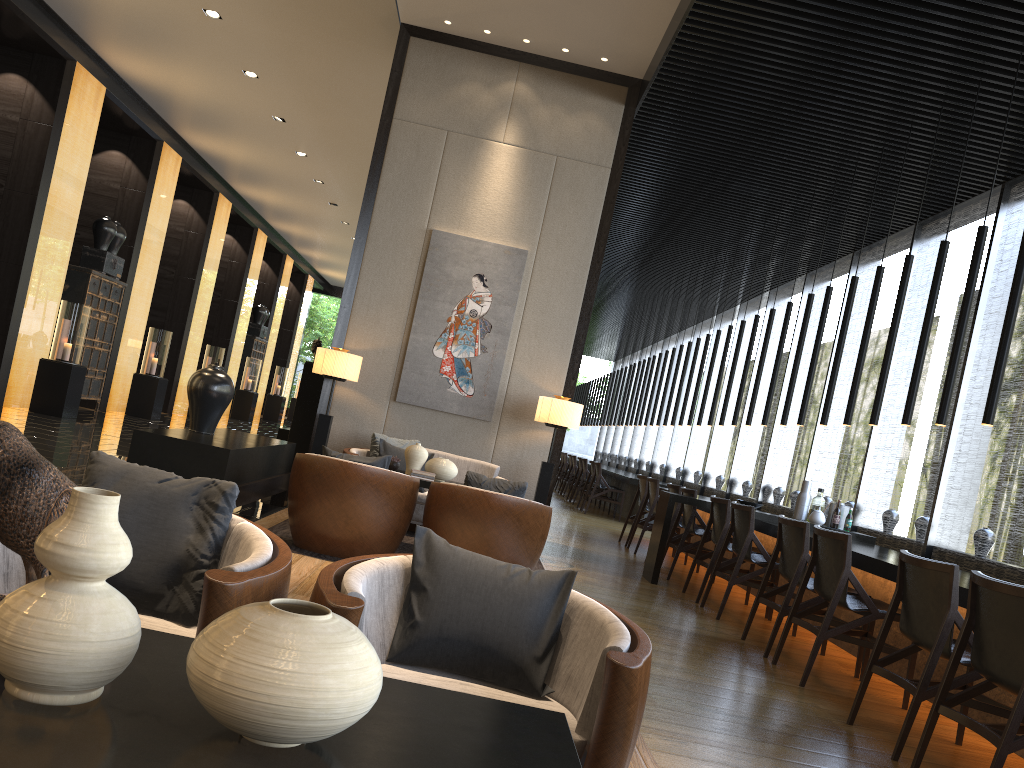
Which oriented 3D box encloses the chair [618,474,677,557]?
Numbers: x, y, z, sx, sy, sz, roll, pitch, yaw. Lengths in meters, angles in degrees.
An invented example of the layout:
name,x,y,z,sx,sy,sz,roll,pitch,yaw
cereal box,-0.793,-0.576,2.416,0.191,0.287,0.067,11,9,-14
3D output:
name,x,y,z,sx,sy,sz,roll,pitch,yaw
chair,1.613,1.488,10.147,0.563,0.827,0.526,12,-1,-2

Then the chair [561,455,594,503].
name,x,y,z,sx,sy,sz,roll,pitch,yaw
chair,1.316,1.820,17.100,0.563,0.827,0.526,12,-1,-2

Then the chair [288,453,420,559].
name,x,y,z,sx,sy,sz,roll,pitch,yaw
chair,-1.013,0.767,5.482,0.804,0.604,0.606,12,-2,-2

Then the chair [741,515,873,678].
name,x,y,z,sx,sy,sz,roll,pitch,yaw
chair,1.817,1.260,5.386,0.563,0.827,0.526,12,-1,-2

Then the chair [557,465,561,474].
name,x,y,z,sx,sy,sz,roll,pitch,yaw
chair,1.150,2.005,20.965,0.563,0.827,0.526,12,-1,-2

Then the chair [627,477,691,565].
name,x,y,z,sx,sy,sz,roll,pitch,yaw
chair,1.638,1.460,9.572,0.563,0.827,0.526,12,-1,-2

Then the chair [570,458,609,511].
name,x,y,z,sx,sy,sz,roll,pitch,yaw
chair,1.386,1.742,15.456,0.563,0.827,0.526,12,-1,-2

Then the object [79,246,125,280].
name,x,y,z,sx,sy,sz,roll,pitch,yaw
object,-5.717,-1.680,12.377,0.365,0.315,0.606,12,-2,-2

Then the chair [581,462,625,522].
name,x,y,z,sx,sy,sz,roll,pitch,yaw
chair,1.456,1.663,13.811,0.563,0.827,0.526,12,-1,-2

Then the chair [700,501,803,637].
name,x,y,z,sx,sy,sz,roll,pitch,yaw
chair,1.773,1.309,6.399,0.563,0.827,0.526,12,-1,-2

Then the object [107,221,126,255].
name,x,y,z,sx,sy,sz,roll,pitch,yaw
object,-5.648,-2.071,12.550,0.313,0.492,0.310,13,-1,-21

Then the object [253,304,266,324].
name,x,y,z,sx,sy,sz,roll,pitch,yaw
object,-6.010,-1.665,21.028,0.313,0.492,0.310,13,-1,-28

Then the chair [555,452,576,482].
name,x,y,z,sx,sy,sz,roll,pitch,yaw
chair,1.221,1.926,19.320,0.563,0.827,0.526,12,-1,-2

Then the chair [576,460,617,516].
name,x,y,z,sx,sy,sz,roll,pitch,yaw
chair,1.432,1.690,14.385,0.563,0.827,0.526,12,-1,-2

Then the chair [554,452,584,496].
name,x,y,z,sx,sy,sz,roll,pitch,yaw
chair,1.245,1.899,18.745,0.563,0.827,0.526,12,-1,-2

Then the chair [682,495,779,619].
name,x,y,z,sx,sy,sz,roll,pitch,yaw
chair,1.749,1.336,6.973,0.563,0.827,0.526,12,-1,-2

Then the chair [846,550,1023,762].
name,x,y,z,sx,sy,sz,roll,pitch,yaw
chair,1.885,1.185,3.800,0.563,0.827,0.526,12,-1,-2

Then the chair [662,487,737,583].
name,x,y,z,sx,sy,sz,roll,pitch,yaw
chair,1.706,1.385,7.985,0.563,0.827,0.526,12,-1,-2

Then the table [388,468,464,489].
name,x,y,z,sx,sy,sz,roll,pitch,yaw
table,-0.685,0.930,6.387,1.042,0.517,0.576,12,-2,-2

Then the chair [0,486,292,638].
name,x,y,z,sx,sy,sz,roll,pitch,yaw
chair,-0.952,0.587,2.093,0.804,0.604,0.606,12,-2,-2

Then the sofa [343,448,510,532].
name,x,y,z,sx,sy,sz,roll,pitch,yaw
sofa,-0.692,0.889,7.214,1.449,0.693,0.603,12,-1,-2

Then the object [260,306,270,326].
name,x,y,z,sx,sy,sz,roll,pitch,yaw
object,-6.025,-1.649,21.360,0.313,0.492,0.310,13,-1,-21

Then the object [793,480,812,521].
name,x,y,z,sx,sy,sz,roll,pitch,yaw
object,2.485,0.993,7.548,0.113,0.344,0.113,12,0,-7

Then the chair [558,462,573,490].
name,x,y,z,sx,sy,sz,roll,pitch,yaw
chair,1.175,1.977,20.390,0.563,0.827,0.526,12,-1,-2

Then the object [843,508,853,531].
name,x,y,z,sx,sy,sz,roll,pitch,yaw
object,2.818,1.133,7.405,0.056,0.197,0.056,12,0,-1

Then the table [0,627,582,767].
name,x,y,z,sx,sy,sz,roll,pitch,yaw
table,-0.462,0.681,1.178,1.042,0.517,0.576,12,-2,-2

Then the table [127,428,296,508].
name,x,y,z,sx,sy,sz,roll,pitch,yaw
table,-2.035,0.623,6.183,0.620,0.512,1.961,12,-3,-2

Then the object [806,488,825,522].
name,x,y,z,sx,sy,sz,roll,pitch,yaw
object,2.624,1.046,7.599,0.129,0.305,0.128,12,0,-16

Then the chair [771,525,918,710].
name,x,y,z,sx,sy,sz,roll,pitch,yaw
chair,1.841,1.233,4.812,0.563,0.827,0.526,12,-1,-2

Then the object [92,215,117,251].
name,x,y,z,sx,sy,sz,roll,pitch,yaw
object,-5.633,-2.086,12.217,0.313,0.492,0.310,13,-1,-36

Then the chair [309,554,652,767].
name,x,y,z,sx,sy,sz,roll,pitch,yaw
chair,-0.116,0.769,2.131,0.804,0.604,0.606,12,-2,-2

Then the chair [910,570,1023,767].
name,x,y,z,sx,sy,sz,roll,pitch,yaw
chair,1.909,1.157,3.225,0.563,0.827,0.526,12,-1,-2

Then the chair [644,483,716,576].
name,x,y,z,sx,sy,sz,roll,pitch,yaw
chair,1.681,1.412,8.560,0.563,0.827,0.526,12,-1,-2

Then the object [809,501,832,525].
name,x,y,z,sx,sy,sz,roll,pitch,yaw
object,2.574,1.070,7.429,0.136,0.217,0.135,12,-1,-15

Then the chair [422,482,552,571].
name,x,y,z,sx,sy,sz,roll,pitch,yaw
chair,-0.178,0.949,5.520,0.804,0.604,0.606,12,-2,-2

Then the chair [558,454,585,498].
name,x,y,z,sx,sy,sz,roll,pitch,yaw
chair,1.291,1.848,17.675,0.563,0.827,0.526,12,-1,-2

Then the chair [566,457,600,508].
name,x,y,z,sx,sy,sz,roll,pitch,yaw
chair,1.361,1.769,16.030,0.563,0.827,0.526,12,-1,-2

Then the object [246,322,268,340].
name,x,y,z,sx,sy,sz,roll,pitch,yaw
object,-6.094,-1.259,21.187,0.365,0.315,0.606,12,-2,-2

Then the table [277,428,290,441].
name,x,y,z,sx,sy,sz,roll,pitch,yaw
table,-2.200,0.808,10.047,0.620,0.512,1.961,12,-3,-2

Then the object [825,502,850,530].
name,x,y,z,sx,sy,sz,roll,pitch,yaw
object,2.780,1.121,7.554,0.169,0.219,0.168,12,-1,-7

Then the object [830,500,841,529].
name,x,y,z,sx,sy,sz,roll,pitch,yaw
object,2.729,1.094,7.440,0.067,0.237,0.067,12,0,-9

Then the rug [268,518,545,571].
name,x,y,z,sx,sy,sz,roll,pitch,yaw
rug,-0.689,1.192,6.387,1.959,0.008,2.243,12,-3,-2
